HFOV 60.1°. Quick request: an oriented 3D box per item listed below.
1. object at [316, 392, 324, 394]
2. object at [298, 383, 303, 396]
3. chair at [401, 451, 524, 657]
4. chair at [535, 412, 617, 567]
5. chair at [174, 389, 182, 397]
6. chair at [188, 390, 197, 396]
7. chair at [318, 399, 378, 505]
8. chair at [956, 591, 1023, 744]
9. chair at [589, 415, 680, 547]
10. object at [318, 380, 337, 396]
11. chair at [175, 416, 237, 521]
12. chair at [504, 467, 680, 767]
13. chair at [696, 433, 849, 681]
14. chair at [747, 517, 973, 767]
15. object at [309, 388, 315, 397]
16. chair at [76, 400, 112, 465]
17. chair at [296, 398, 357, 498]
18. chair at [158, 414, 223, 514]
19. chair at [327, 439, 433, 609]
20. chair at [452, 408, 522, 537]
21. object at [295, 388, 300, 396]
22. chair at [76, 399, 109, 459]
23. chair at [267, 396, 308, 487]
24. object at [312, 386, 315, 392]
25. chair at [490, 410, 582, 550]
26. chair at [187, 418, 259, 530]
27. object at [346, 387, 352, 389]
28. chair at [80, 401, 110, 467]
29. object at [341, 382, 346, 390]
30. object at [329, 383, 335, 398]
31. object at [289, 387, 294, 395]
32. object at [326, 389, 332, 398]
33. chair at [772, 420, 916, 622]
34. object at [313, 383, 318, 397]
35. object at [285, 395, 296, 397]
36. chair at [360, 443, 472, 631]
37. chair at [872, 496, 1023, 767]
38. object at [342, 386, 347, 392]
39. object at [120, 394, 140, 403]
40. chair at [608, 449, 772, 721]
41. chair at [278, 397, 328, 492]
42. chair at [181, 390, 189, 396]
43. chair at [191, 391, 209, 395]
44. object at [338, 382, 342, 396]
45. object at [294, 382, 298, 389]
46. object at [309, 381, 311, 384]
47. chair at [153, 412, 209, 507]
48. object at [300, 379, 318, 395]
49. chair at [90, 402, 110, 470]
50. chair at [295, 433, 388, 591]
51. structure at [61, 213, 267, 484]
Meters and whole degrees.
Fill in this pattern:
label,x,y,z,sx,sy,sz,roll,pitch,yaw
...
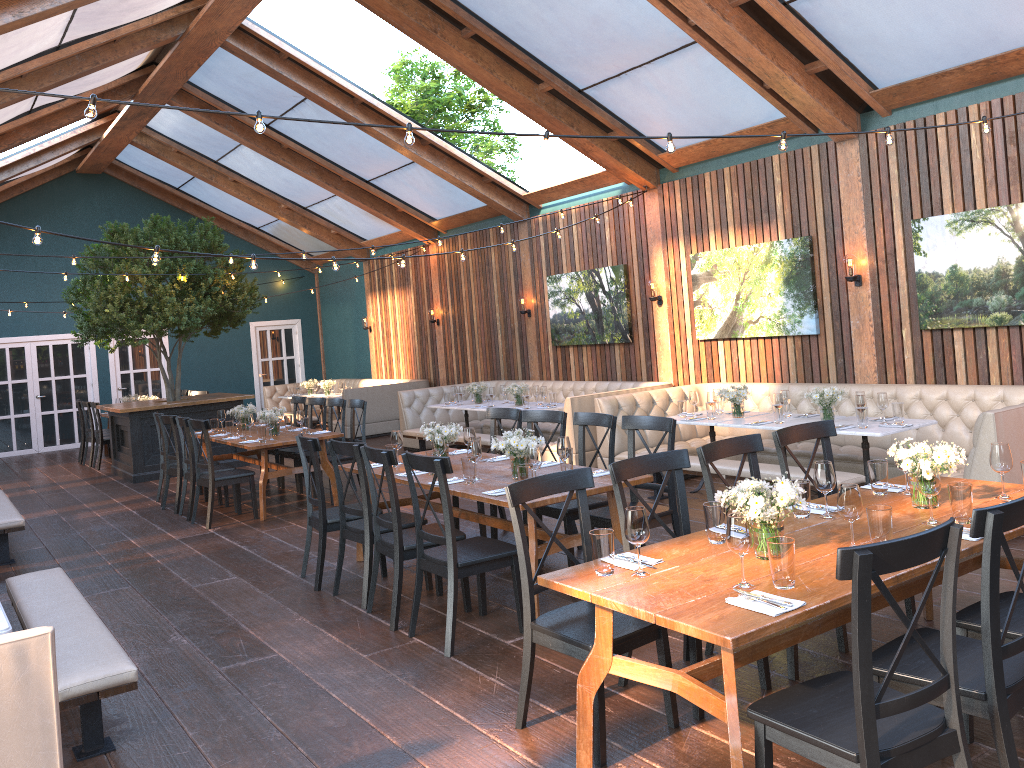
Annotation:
label,x,y,z,sx,sy,sz,roll,pitch,yaw
object,-3.776,0.173,17.248,0.256,0.019,0.157,-7,4,-34
object,-4.062,0.099,16.996,0.092,0.244,0.092,-4,0,8
chair,-0.276,0.866,4.873,0.541,1.020,0.476,-5,1,-34
chair,0.451,0.733,6.045,0.541,1.020,0.476,-5,1,-29
chair,-6.131,0.626,15.787,0.541,1.020,0.476,-5,1,-39
chair,-5.504,0.637,14.860,0.541,1.020,0.476,-5,1,-34
chair,-1.773,0.697,9.336,0.541,1.020,0.476,-5,1,-29
chair,1.943,0.797,3.212,0.478,1.020,0.538,-5,1,-34
chair,0.764,0.738,5.581,0.541,1.020,0.476,-5,1,-34
object,-3.390,0.064,16.211,0.336,0.309,0.330,-4,2,8
chair,-3.140,0.822,9.083,0.541,1.020,0.476,-5,1,-31
chair,0.313,0.899,3.627,0.479,1.020,0.538,-5,1,-39
chair,1.238,0.786,4.256,0.479,1.020,0.538,-5,1,-39
chair,1.018,0.911,2.583,0.478,1.020,0.538,-5,1,-29
object,-3.669,0.159,16.248,0.091,0.158,0.092,-4,1,42
chair,-6.889,0.764,14.594,0.541,1.020,0.476,-5,1,-29
chair,-2.086,0.692,9.800,0.541,1.020,0.476,-5,1,-34
chair,-3.474,0.819,9.533,0.541,1.020,0.476,-5,1,-39
chair,-0.879,0.854,5.801,0.541,1.020,0.476,-5,1,-37
chair,-0.176,0.723,6.972,0.541,1.020,0.476,-5,1,-34
object,-4.095,0.151,16.892,0.091,0.158,0.092,-4,1,42
chair,-7.137,0.750,15.103,0.541,1.020,0.476,-5,1,-29
chair,-2.713,0.682,10.727,0.541,1.020,0.476,-5,1,-34
object,-3.911,0.107,17.353,0.091,0.158,0.092,-4,1,42
chair,0.138,0.728,6.508,0.541,1.020,0.476,-5,1,-39
chair,-2.827,0.827,8.619,0.541,1.020,0.476,-5,1,-39
object,-2.890,0.132,15.711,0.091,0.158,0.092,-4,1,42
chair,-6.564,0.767,14.139,0.541,1.020,0.476,-5,1,-39
object,-2.996,0.095,15.747,0.092,0.244,0.092,-4,0,14
object,-3.188,0.114,15.694,0.092,0.244,0.092,-4,0,14
object,-4.286,0.144,17.239,0.091,0.158,0.092,-4,1,42
object,-3.221,0.166,15.590,0.091,0.158,0.092,-4,1,42
chair,1.700,0.729,4.570,0.478,1.020,0.538,-5,1,-34
object,-3.636,0.107,16.351,0.092,0.244,0.092,-4,0,14
object,-4.219,0.224,16.996,0.256,0.019,0.157,-7,4,-34
chair,-0.595,0.861,5.333,0.541,1.020,0.476,-5,1,-28
chair,1.480,0.854,2.897,0.479,1.020,0.538,-5,1,-39
object,-3.044,0.121,16.069,0.091,0.158,0.092,-4,1,42
object,-6.533,0.323,15.168,0.330,0.309,0.335,-6,2,-36
chair,0.775,0.843,3.941,0.478,1.020,0.538,-5,1,-34
chair,-2.399,0.687,10.263,0.541,1.020,0.476,-5,1,-39
chair,-5.818,0.632,15.324,0.541,1.020,0.476,-5,1,-29
chair,-5.198,0.644,14.371,0.476,1.020,0.541,-4,1,39
object,-3.083,0.088,15.966,0.092,0.244,0.092,-4,0,14
object,-4.187,0.096,17.203,0.092,0.244,0.092,-4,0,8
object,-3.951,0.074,17.250,0.092,0.244,0.092,-4,0,8
chair,-3.757,0.810,10.017,0.541,1.020,0.476,-5,1,-29
object,-3.867,0.058,16.891,0.328,0.309,0.337,-4,2,21
chair,-6.211,0.767,13.702,0.541,1.020,0.476,-5,1,-34
chair,-1.220,0.852,6.254,0.541,1.020,0.476,-5,1,-26
structure,-4.921,-0.615,12.739,2.720,3.696,2.847,-5,1,-25
